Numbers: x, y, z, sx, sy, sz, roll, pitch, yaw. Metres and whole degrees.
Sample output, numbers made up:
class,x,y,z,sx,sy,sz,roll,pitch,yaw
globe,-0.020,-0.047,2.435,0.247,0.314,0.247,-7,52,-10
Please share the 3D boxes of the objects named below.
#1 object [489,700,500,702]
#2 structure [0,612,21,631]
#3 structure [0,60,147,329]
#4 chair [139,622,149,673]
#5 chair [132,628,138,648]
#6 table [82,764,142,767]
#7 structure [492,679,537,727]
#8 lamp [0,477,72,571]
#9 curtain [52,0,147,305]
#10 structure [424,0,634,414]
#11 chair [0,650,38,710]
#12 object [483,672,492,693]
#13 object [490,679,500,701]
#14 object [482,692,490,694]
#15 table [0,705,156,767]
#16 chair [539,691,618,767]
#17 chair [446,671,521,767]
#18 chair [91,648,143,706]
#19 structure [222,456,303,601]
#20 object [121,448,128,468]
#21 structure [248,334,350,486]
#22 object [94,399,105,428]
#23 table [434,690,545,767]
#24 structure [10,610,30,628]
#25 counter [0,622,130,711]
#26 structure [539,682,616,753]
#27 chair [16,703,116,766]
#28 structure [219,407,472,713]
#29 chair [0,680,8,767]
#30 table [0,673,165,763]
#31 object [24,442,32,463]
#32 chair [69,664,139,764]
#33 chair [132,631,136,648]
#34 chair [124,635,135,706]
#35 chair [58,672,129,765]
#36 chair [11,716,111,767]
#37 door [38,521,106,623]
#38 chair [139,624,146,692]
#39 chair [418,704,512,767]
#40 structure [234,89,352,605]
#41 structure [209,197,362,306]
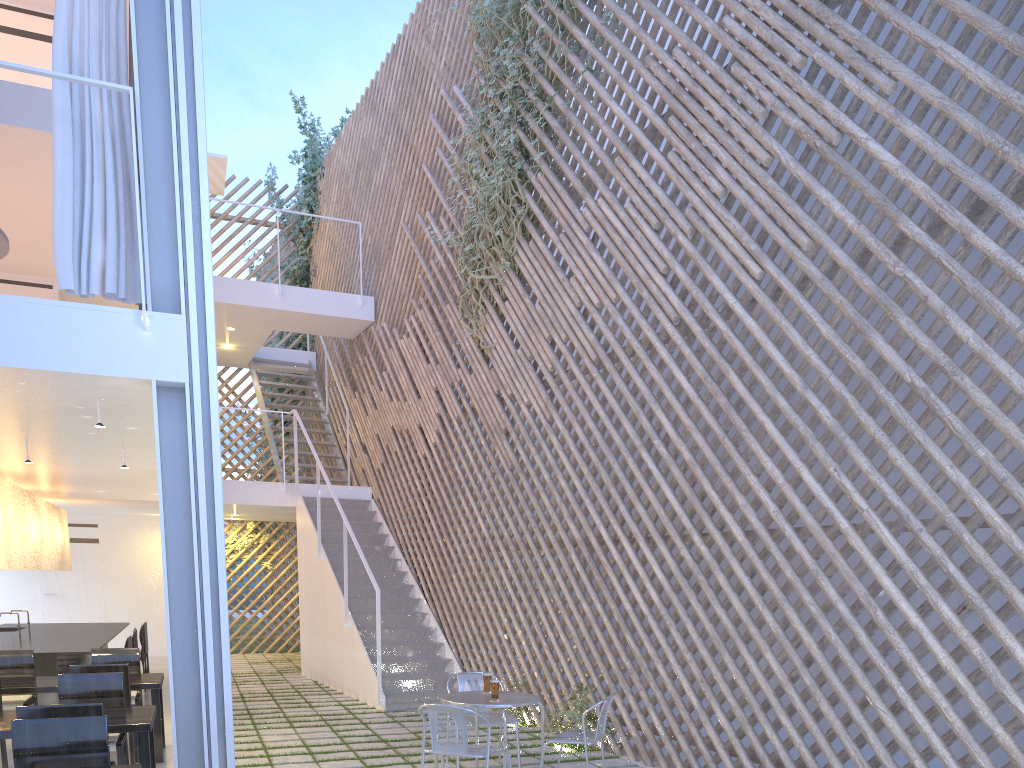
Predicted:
class,x,y,z,sx,sy,sz,roll,pitch,yaw
object,-1.401,0.761,2.339,2.873,0.407,0.036,5,7,-18
structure,-3.140,1.486,5.142,0.113,0.125,0.033,1,7,-21
structure,-1.300,-0.019,1.220,1.365,1.807,1.431,0,0,-21
chair,-2.573,1.808,5.514,0.240,0.445,0.185,-1,6,-19
chair,-2.347,1.662,4.882,0.239,0.445,0.186,-1,6,-26
table,-0.932,0.961,1.636,0.360,0.334,0.352,2,-3,-21
structure,0.029,1.621,4.182,0.267,0.262,0.262,1,-2,-14
lamp,-2.945,0.859,4.739,0.448,0.419,2.336,1,-12,-21
curtain,-1.189,-1.450,1.897,0.512,2.455,0.093,-3,9,-23
structure,0.166,-1.323,3.818,0.735,2.750,2.347,-4,2,-30
chair,-2.079,1.313,3.382,0.191,0.444,0.233,-2,4,-21
object,-0.090,1.087,2.993,0.031,0.078,0.030,3,6,24
object,-0.058,1.042,2.802,0.031,0.078,0.030,3,6,24
object,-1.425,0.772,2.455,2.911,0.440,0.059,5,6,-20
table,-1.514,1.123,2.354,0.919,0.332,0.352,5,-4,-21
chair,0.234,1.233,2.834,0.248,0.384,0.258,1,2,19
chair,-0.128,1.323,3.234,0.262,0.385,0.244,0,2,-21
chair,-1.697,1.351,3.529,0.191,0.444,0.233,-2,4,-21
structure,-2.469,1.553,7.645,1.142,2.026,0.281,-1,8,-20
object,-1.544,0.295,3.274,0.029,0.080,0.028,-1,6,-10
structure,-1.801,0.020,6.844,0.532,1.907,1.243,-3,4,-27
object,-2.303,0.573,2.916,1.678,0.816,1.863,4,-10,-23
table,-0.079,1.271,2.923,0.348,0.336,0.348,-1,-3,31
structure,-3.263,1.558,5.454,0.113,0.125,0.033,1,7,-21
counter,-2.807,1.687,4.925,0.817,0.370,2.552,4,-13,-21
structure,0.283,1.451,3.586,0.295,0.326,0.315,1,-2,-36
chair,-1.169,1.042,2.188,0.191,0.444,0.233,-2,4,-21
structure,-1.198,1.012,5.197,1.180,1.976,1.959,-1,-1,-28
chair,-1.909,1.213,2.950,0.191,0.444,0.233,-2,4,-21
table,-1.853,1.322,3.215,0.919,0.332,0.352,5,-4,-21
object,-1.857,0.263,3.153,0.029,0.080,0.028,-1,6,-10
chair,-1.526,1.252,3.097,0.191,0.444,0.233,-2,4,-21
chair,-2.215,1.591,4.573,0.239,0.445,0.185,-1,6,-23
chair,-2.096,1.519,4.260,0.240,0.445,0.185,-1,6,-19
chair,-1.339,1.142,2.621,0.191,0.444,0.233,-2,4,-21
chair,-0.981,0.950,1.787,0.191,0.444,0.233,-2,4,-21
door,-3.353,1.159,4.435,0.480,1.159,5.604,0,-12,-9
chair,-2.453,1.736,5.200,0.239,0.445,0.185,-1,6,-24
chair,-0.158,1.173,2.596,0.261,0.385,0.244,1,2,24
structure,-2.267,0.093,8.356,1.110,4.572,3.272,-3,3,-24
structure,-1.601,-0.902,5.642,1.143,0.576,0.026,4,7,-21
